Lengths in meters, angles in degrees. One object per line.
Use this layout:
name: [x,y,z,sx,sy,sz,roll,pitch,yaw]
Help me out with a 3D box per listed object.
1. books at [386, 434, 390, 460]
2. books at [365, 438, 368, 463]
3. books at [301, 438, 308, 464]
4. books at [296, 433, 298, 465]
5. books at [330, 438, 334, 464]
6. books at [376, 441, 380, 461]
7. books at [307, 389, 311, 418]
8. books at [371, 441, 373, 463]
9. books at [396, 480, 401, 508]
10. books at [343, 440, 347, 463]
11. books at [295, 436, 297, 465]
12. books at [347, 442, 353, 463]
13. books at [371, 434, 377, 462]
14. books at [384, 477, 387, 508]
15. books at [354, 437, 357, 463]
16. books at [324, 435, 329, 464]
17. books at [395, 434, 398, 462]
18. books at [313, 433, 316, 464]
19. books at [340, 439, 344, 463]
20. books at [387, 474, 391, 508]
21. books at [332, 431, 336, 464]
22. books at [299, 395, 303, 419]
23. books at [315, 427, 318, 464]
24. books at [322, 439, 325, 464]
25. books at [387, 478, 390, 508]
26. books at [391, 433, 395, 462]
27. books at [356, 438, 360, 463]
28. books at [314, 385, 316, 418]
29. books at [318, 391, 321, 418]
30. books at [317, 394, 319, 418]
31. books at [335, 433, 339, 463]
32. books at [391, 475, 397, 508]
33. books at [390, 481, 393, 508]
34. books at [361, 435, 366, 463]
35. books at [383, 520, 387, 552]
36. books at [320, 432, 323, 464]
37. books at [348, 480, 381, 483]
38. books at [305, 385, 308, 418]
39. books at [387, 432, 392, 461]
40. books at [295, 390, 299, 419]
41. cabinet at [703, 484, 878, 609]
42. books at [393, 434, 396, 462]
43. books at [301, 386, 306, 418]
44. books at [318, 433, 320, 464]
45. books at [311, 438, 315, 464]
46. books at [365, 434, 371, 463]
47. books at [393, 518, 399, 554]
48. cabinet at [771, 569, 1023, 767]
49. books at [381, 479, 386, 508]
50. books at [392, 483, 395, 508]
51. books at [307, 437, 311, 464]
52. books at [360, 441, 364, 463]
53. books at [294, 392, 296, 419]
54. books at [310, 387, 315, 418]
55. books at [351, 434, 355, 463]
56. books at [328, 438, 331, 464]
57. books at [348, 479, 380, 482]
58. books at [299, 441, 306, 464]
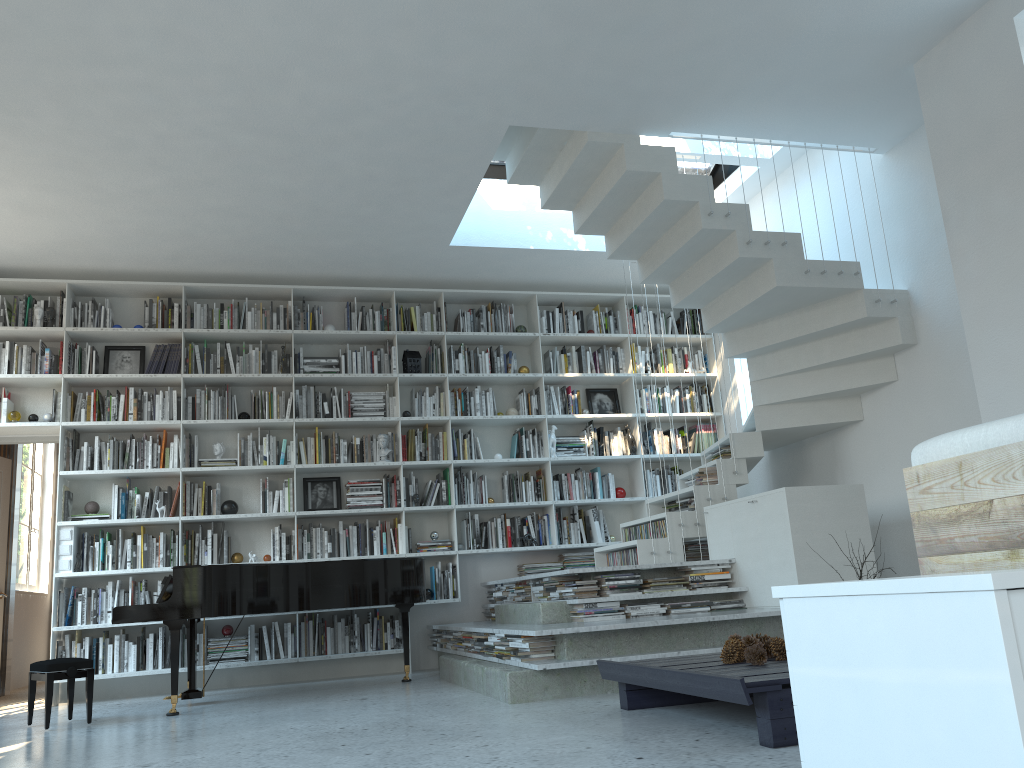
books: [-1.042,0.555,7.365,0.025,0.259,0.131,0,-14,-16]
books: [-1.213,0.573,7.325,0.025,0.229,0.143,0,-14,-16]
books: [-1.680,0.566,7.183,0.042,0.241,0.162,0,-14,-16]
books: [-1.744,0.551,7.185,0.010,0.281,0.140,0,-14,-16]
books: [-1.475,0.569,7.242,0.025,0.235,0.137,0,-14,-16]
books: [-1.113,0.583,7.338,0.035,0.201,0.149,0,-14,-16]
books: [-1.665,0.194,7.265,0.025,0.265,0.185,0,-14,-16]
books: [-1.166,0.583,7.333,0.022,0.206,0.114,0,-14,-16]
books: [-0.941,0.921,7.281,0.034,0.229,0.200,0,-14,-16]
books: [-1.373,0.577,7.262,0.030,0.214,0.169,0,-14,-16]
books: [-1.751,0.562,7.170,0.012,0.253,0.161,0,-14,-16]
books: [-1.337,0.587,7.283,0.050,0.198,0.146,0,-14,-16]
books: [-1.144,0.556,7.339,0.024,0.258,0.127,0,-14,-16]
books: [-1.043,0.909,7.269,0.011,0.260,0.184,0,-14,-16]
books: [-1.293,0.567,7.286,0.010,0.233,0.175,0,-14,-16]
books: [-1.517,0.561,7.247,0.028,0.258,0.135,0,-14,-16]
books: [-0.972,0.555,7.399,0.023,0.264,0.107,0,-14,-16]
books: [-1.606,0.549,7.225,0.010,0.283,0.137,0,-14,-16]
books: [-1.399,0.576,7.254,0.024,0.216,0.175,0,-14,-16]
books: [-1.013,0.898,7.291,0.011,0.287,0.152,0,-14,-16]
books: [-1.457,0.544,7.246,0.013,0.283,0.177,0,-14,-16]
books: [-1.734,0.218,7.266,0.027,0.228,0.147,0,-14,-16]
books: [-1.585,0.522,7.191,0.014,0.316,0.188,0,-14,-16]
books: [-1.539,0.574,7.230,0.024,0.228,0.148,0,-14,-16]
books: [-1.024,0.914,7.285,0.013,0.255,0.163,0,-14,-16]
books: [-0.998,0.550,7.372,0.014,0.265,0.154,0,-14,-16]
books: [-1.271,0.569,7.280,0.029,0.223,0.186,0,-14,-16]
books: [-1.624,0.179,7.291,0.011,0.299,0.180,0,-14,-16]
books: [-1.587,0.203,7.295,0.014,0.249,0.173,0,-14,-16]
books: [-1.600,0.212,7.293,0.014,0.232,0.147,0,-14,-16]
books: [-1.433,0.548,7.236,0.028,0.267,0.190,0,-14,-16]
books: [-0.967,0.899,7.290,0.011,0.279,0.186,0,-14,-16]
books: [-1.002,0.926,7.294,0.013,0.232,0.134,0,-14,-16]
books: [-1.222,0.556,7.287,0.012,0.244,0.186,0,-14,-16]
books: [-1.034,1.258,7.206,0.010,0.283,0.132,0,-14,-16]
books: [-1.552,0.543,7.210,0.010,0.280,0.171,0,-14,-16]
books: [-1.214,0.809,7.252,0.254,0.012,0.161,1,-14,-19]
books: [-1.693,0.177,7.290,0.014,0.312,0.134,0,-14,-16]
books: [-1.021,0.548,7.384,0.025,0.278,0.108,0,-14,-16]
books: [-1.757,0.196,7.249,0.026,0.266,0.171,0,-14,-16]
cabinet: [1.677,1.029,5.487,0.551,0.666,0.995,0,-14,-16]
books: [-0.987,0.555,7.387,0.014,0.260,0.137,0,-14,-16]
books: [-1.706,0.181,7.265,0.026,0.296,0.179,0,-14,-16]
books: [-1.569,0.547,7.188,0.015,0.266,0.189,0,-14,-16]
books: [-1.621,0.568,7.203,0.029,0.239,0.156,0,-14,-16]
books: [-1.186,0.554,7.317,0.025,0.258,0.151,0,-14,-16]
books: [-0.945,1.247,7.224,0.011,0.299,0.149,0,-14,-16]
cabinet: [0.715,0.527,1.309,0.380,0.485,0.504,0,-14,-16]
books: [-1.055,0.913,7.267,0.012,0.253,0.161,0,-14,-16]
books: [-0.985,0.933,7.295,0.021,0.217,0.132,0,-14,-16]
books: [-1.649,0.565,7.202,0.026,0.247,0.139,0,-14,-16]
books: [-1.243,0.581,7.287,0.029,0.200,0.179,0,-14,-16]
books: [-1.777,0.205,7.252,0.012,0.253,0.161,0,-14,-16]
books: [-1.645,0.184,7.292,0.029,0.294,0.151,0,-14,-16]
books: [-1.306,0.556,7.289,0.014,0.258,0.162,0,-14,-16]
books: [-1.491,0.571,7.229,0.012,0.227,0.170,0,-14,-16]
books: [-1.214,0.797,7.253,0.254,0.012,0.161,-1,-14,-12]
books: [-1.693,0.579,7.163,0.053,0.208,0.156,0,-14,-16]
